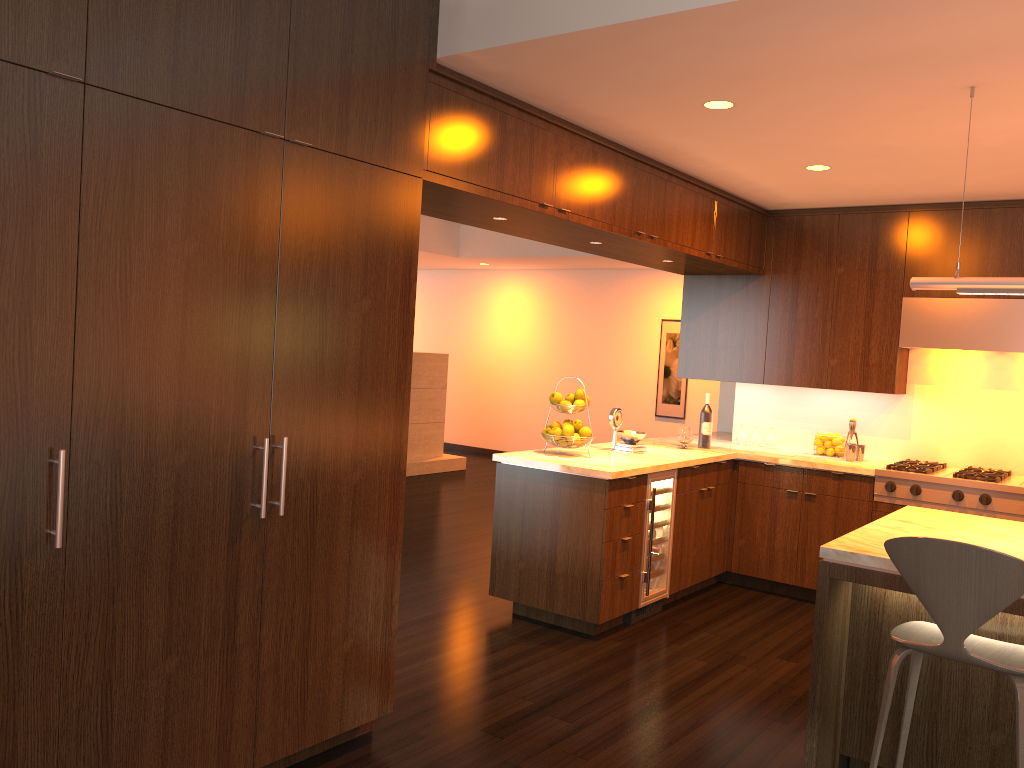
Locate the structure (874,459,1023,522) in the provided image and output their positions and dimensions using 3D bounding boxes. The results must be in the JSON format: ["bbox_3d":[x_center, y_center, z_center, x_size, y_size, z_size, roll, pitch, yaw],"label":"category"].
[{"bbox_3d":[2.870,0.550,5.398,1.067,0.422,0.824,5,3,36],"label":"structure"}]

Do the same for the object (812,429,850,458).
[{"bbox_3d":[2.189,0.406,6.087,0.207,0.175,0.189,5,3,34],"label":"object"}]

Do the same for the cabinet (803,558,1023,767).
[{"bbox_3d":[2.487,1.128,2.750,2.713,0.876,1.281,5,3,36],"label":"cabinet"}]

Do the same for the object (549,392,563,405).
[{"bbox_3d":[0.258,0.086,5.196,0.075,0.079,0.077,1,3,-44],"label":"object"}]

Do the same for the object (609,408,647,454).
[{"bbox_3d":[0.738,0.292,5.594,0.231,0.266,0.191,5,3,39],"label":"object"}]

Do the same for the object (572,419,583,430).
[{"bbox_3d":[0.382,0.238,5.148,0.062,0.063,0.060,6,3,44],"label":"object"}]

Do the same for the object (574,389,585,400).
[{"bbox_3d":[0.398,0.063,5.183,0.068,0.072,0.071,3,2,-8],"label":"object"}]

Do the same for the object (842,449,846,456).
[{"bbox_3d":[2.277,0.468,6.105,0.053,0.052,0.062,4,3,19],"label":"object"}]

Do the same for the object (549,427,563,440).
[{"bbox_3d":[0.253,0.287,5.120,0.077,0.077,0.077,1,3,-42],"label":"object"}]

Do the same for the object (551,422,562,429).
[{"bbox_3d":[0.261,0.255,5.187,0.067,0.071,0.069,3,3,-18],"label":"object"}]

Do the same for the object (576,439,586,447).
[{"bbox_3d":[0.393,0.330,5.191,0.078,0.075,0.078,4,2,14],"label":"object"}]

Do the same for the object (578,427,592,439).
[{"bbox_3d":[0.424,0.282,5.132,0.077,0.074,0.078,2,3,-38],"label":"object"}]

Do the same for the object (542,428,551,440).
[{"bbox_3d":[0.211,0.290,5.190,0.068,0.069,0.065,4,2,13],"label":"object"}]

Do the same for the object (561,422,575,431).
[{"bbox_3d":[0.325,0.259,5.146,0.077,0.075,0.077,4,2,10],"label":"object"}]

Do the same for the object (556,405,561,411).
[{"bbox_3d":[0.296,0.125,5.239,0.070,0.068,0.062,3,2,-4],"label":"object"}]

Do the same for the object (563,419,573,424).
[{"bbox_3d":[0.332,0.234,5.210,0.063,0.059,0.061,3,3,-20],"label":"object"}]

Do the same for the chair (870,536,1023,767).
[{"bbox_3d":[1.406,0.976,2.763,0.520,1.047,0.506,6,3,41],"label":"chair"}]

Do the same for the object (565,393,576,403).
[{"bbox_3d":[0.344,0.087,5.215,0.061,0.063,0.062,2,3,-29],"label":"object"}]

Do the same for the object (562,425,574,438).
[{"bbox_3d":[0.322,0.272,5.078,0.068,0.077,0.079,4,2,12],"label":"object"}]

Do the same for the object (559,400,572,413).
[{"bbox_3d":[0.312,0.130,5.169,0.078,0.072,0.077,4,2,2],"label":"object"}]

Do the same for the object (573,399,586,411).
[{"bbox_3d":[0.393,0.126,5.170,0.078,0.077,0.077,2,3,-37],"label":"object"}]

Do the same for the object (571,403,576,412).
[{"bbox_3d":[0.370,0.130,5.244,0.071,0.072,0.071,3,3,-22],"label":"object"}]

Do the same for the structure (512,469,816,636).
[{"bbox_3d":[2.301,1.017,5.315,3.400,0.862,3.060,5,3,36],"label":"structure"}]

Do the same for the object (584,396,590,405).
[{"bbox_3d":[0.426,0.098,5.226,0.071,0.074,0.070,2,3,-32],"label":"object"}]

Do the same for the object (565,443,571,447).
[{"bbox_3d":[0.328,0.341,5.223,0.062,0.062,0.062,3,2,-10],"label":"object"}]

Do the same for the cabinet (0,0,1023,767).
[{"bbox_3d":[2.401,0.019,3.704,5.521,2.997,7.728,5,3,36],"label":"cabinet"}]

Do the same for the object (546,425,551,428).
[{"bbox_3d":[0.230,0.271,5.302,0.057,0.058,0.054,2,3,-33],"label":"object"}]

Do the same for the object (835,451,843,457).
[{"bbox_3d":[2.225,0.468,6.035,0.051,0.053,0.063,3,2,-13],"label":"object"}]

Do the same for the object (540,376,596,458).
[{"bbox_3d":[0.336,0.186,5.206,0.324,0.461,0.324,3,2,-5],"label":"object"}]

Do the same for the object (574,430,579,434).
[{"bbox_3d":[0.384,0.272,5.227,0.070,0.072,0.071,3,2,0],"label":"object"}]

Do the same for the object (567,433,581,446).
[{"bbox_3d":[0.357,0.319,5.118,0.078,0.076,0.078,5,3,23],"label":"object"}]

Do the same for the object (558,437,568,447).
[{"bbox_3d":[0.297,0.331,5.160,0.063,0.069,0.070,3,2,-1],"label":"object"}]

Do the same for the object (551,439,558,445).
[{"bbox_3d":[0.258,0.331,5.211,0.056,0.053,0.057,3,2,-4],"label":"object"}]
